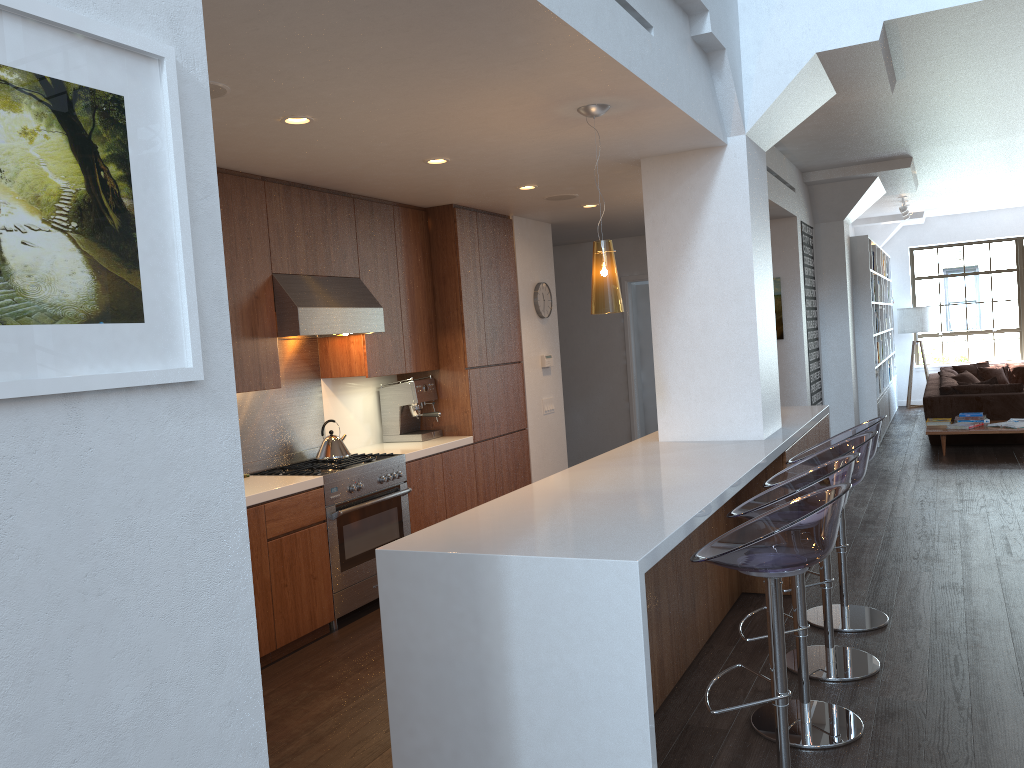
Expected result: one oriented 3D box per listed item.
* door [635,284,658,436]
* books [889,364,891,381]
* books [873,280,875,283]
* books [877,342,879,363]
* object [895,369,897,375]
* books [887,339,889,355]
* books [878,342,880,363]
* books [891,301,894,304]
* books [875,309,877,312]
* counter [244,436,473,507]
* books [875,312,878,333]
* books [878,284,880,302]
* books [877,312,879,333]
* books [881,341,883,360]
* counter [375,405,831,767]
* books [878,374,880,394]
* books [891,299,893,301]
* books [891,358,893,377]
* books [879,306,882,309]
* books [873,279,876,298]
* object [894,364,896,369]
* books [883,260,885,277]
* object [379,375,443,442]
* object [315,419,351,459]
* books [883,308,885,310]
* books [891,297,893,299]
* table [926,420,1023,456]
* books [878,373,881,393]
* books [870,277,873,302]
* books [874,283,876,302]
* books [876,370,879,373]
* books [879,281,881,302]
[{"bbox_3d":[1.471,-0.111,10.134,0.826,2.032,0.174,-3,3,26],"label":"door"},{"bbox_3d":[5.401,-0.163,12.896,0.183,0.253,0.034,-3,3,26],"label":"books"},{"bbox_3d":[4.446,-1.157,11.120,0.198,0.284,0.049,-3,3,26],"label":"books"},{"bbox_3d":[4.468,-0.387,11.051,0.183,0.253,0.034,-3,3,26],"label":"books"},{"bbox_3d":[5.879,-0.167,13.984,0.331,0.088,0.410,-3,3,26],"label":"object"},{"bbox_3d":[5.350,-0.531,12.839,0.174,0.242,0.105,-3,3,26],"label":"books"},{"bbox_3d":[4.487,-0.389,11.079,0.183,0.253,0.034,-3,3,26],"label":"books"},{"bbox_3d":[5.813,-1.267,13.926,0.197,0.035,0.284,-6,3,-34],"label":"books"},{"bbox_3d":[4.502,-0.786,11.153,0.176,0.294,0.102,-3,3,26],"label":"books"},{"bbox_3d":[-1.505,0.570,4.452,0.600,0.050,4.387,-3,3,26],"label":"counter"},{"bbox_3d":[4.404,-0.750,10.939,0.182,0.253,0.034,-3,3,26],"label":"books"},{"bbox_3d":[4.750,-1.184,11.687,0.174,0.239,0.045,-3,3,26],"label":"books"},{"bbox_3d":[4.485,-0.763,11.093,0.182,0.253,0.034,-3,3,26],"label":"books"},{"bbox_3d":[4.773,-0.437,11.648,0.183,0.253,0.034,-3,3,26],"label":"books"},{"bbox_3d":[1.100,0.859,2.929,3.039,0.860,8.182,-4,3,-3],"label":"counter"},{"bbox_3d":[4.442,-0.004,10.969,0.180,0.259,0.042,-3,3,26],"label":"books"},{"bbox_3d":[5.810,-1.301,13.924,0.284,0.033,0.197,-2,4,41],"label":"books"},{"bbox_3d":[5.793,-0.251,13.732,0.176,0.290,0.053,-3,3,26],"label":"books"},{"bbox_3d":[4.628,-0.976,11.412,0.223,0.027,0.161,-2,3,36],"label":"books"},{"bbox_3d":[4.483,-1.164,11.158,0.176,0.291,0.053,-3,3,26],"label":"books"},{"bbox_3d":[5.873,-0.255,13.980,0.331,0.088,0.410,-3,3,26],"label":"object"},{"bbox_3d":[5.291,-1.658,12.838,0.183,0.253,0.034,-3,3,26],"label":"books"},{"bbox_3d":[-0.668,0.176,6.295,0.439,0.455,0.284,-3,3,26],"label":"object"},{"bbox_3d":[-1.124,0.338,5.530,0.222,0.235,0.222,-4,3,1],"label":"object"},{"bbox_3d":[4.951,-1.015,12.109,0.224,0.030,0.161,-2,3,36],"label":"books"},{"bbox_3d":[5.808,-1.334,13.917,0.174,0.032,0.254,-6,3,-29],"label":"books"},{"bbox_3d":[4.956,0.569,9.295,1.100,0.271,0.853,-3,3,26],"label":"table"},{"bbox_3d":[4.485,-0.008,11.044,0.183,0.253,0.042,-3,3,26],"label":"books"},{"bbox_3d":[4.153,-1.105,10.443,0.176,0.290,0.053,-3,3,26],"label":"books"},{"bbox_3d":[4.414,-1.127,11.010,0.174,0.240,0.054,-3,3,26],"label":"books"},{"bbox_3d":[4.144,-0.135,10.347,0.223,0.027,0.161,-2,3,36],"label":"books"},{"bbox_3d":[4.799,-1.216,11.814,0.197,0.283,0.065,-3,3,26],"label":"books"}]
